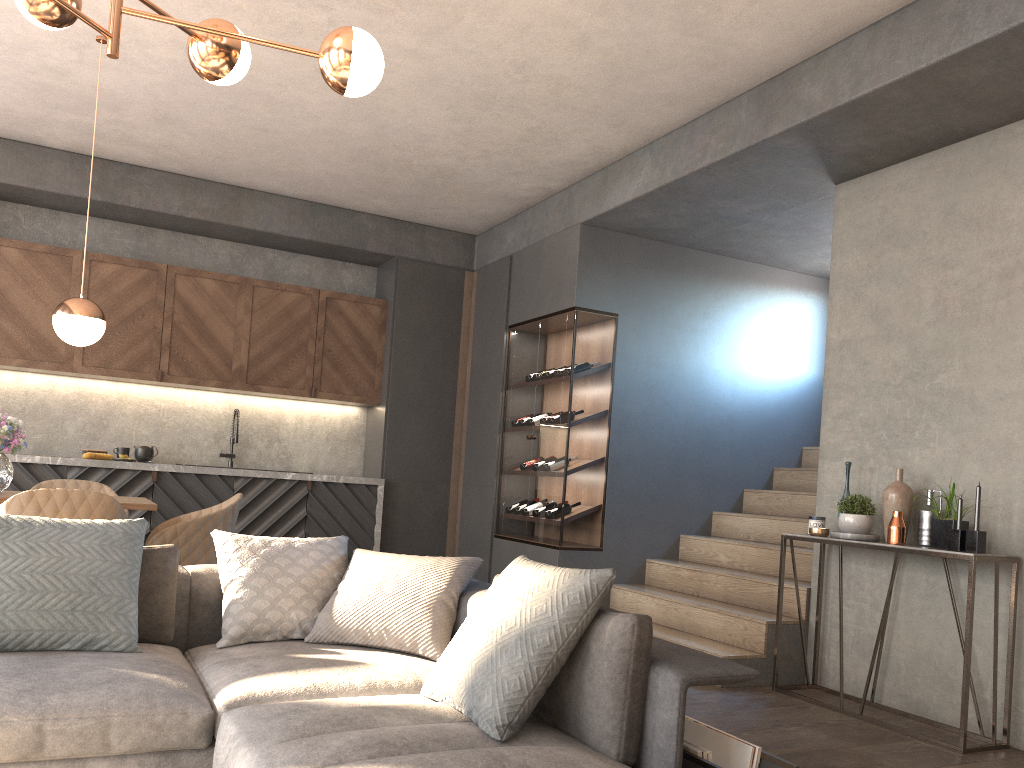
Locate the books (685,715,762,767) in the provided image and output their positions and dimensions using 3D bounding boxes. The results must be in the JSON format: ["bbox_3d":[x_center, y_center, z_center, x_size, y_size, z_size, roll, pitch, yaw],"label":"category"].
[{"bbox_3d":[0.457,1.101,2.443,0.065,0.354,0.569,5,-5,-26],"label":"books"}]

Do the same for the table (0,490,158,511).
[{"bbox_3d":[-2.517,0.895,4.157,1.471,0.767,0.770,7,-5,-26],"label":"table"}]

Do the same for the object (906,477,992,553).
[{"bbox_3d":[1.942,0.565,3.924,0.315,0.336,0.404,3,-4,15],"label":"object"}]

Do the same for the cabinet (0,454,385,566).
[{"bbox_3d":[-2.685,1.057,6.489,3.404,0.947,0.601,7,-4,-27],"label":"cabinet"}]

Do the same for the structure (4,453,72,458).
[{"bbox_3d":[-3.400,0.497,6.140,0.612,0.017,0.505,7,-7,-26],"label":"structure"}]

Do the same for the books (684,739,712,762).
[{"bbox_3d":[0.370,1.092,2.408,0.079,0.351,0.569,5,-5,-26],"label":"books"}]

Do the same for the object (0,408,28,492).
[{"bbox_3d":[-2.480,0.313,4.202,0.328,0.407,0.300,2,-4,34],"label":"object"}]

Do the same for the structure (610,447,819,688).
[{"bbox_3d":[1.799,1.047,5.773,2.267,1.418,1.509,6,-5,-26],"label":"structure"}]

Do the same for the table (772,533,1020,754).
[{"bbox_3d":[1.763,1.165,4.190,0.301,0.818,1.102,5,-5,-26],"label":"table"}]

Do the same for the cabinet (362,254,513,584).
[{"bbox_3d":[-0.449,0.395,7.267,1.191,2.747,1.203,5,-2,-26],"label":"cabinet"}]

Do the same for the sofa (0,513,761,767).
[{"bbox_3d":[-0.514,0.798,2.185,2.031,0.781,2.917,7,-7,-27],"label":"sofa"}]

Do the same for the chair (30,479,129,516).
[{"bbox_3d":[-2.424,0.946,4.835,0.557,0.834,0.510,5,-3,-27],"label":"chair"}]

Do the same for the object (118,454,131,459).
[{"bbox_3d":[-2.786,0.530,6.347,0.120,0.045,0.116,6,-6,-21],"label":"object"}]

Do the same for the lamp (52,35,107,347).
[{"bbox_3d":[-2.094,-0.955,4.382,0.238,1.540,0.240,3,-2,39],"label":"lamp"}]

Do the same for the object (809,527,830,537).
[{"bbox_3d":[1.561,0.753,4.486,0.099,0.041,0.099,7,-7,-28],"label":"object"}]

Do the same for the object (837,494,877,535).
[{"bbox_3d":[1.699,0.654,4.358,0.195,0.227,0.188,1,-5,42],"label":"object"}]

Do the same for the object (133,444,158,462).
[{"bbox_3d":[-2.728,0.517,6.560,0.152,0.137,0.137,1,-5,36],"label":"object"}]

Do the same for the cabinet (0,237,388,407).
[{"bbox_3d":[-2.635,-0.435,6.628,3.404,0.863,0.369,7,-3,-27],"label":"cabinet"}]

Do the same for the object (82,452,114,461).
[{"bbox_3d":[-2.943,0.518,6.298,0.071,0.054,0.303,3,-6,15],"label":"object"}]

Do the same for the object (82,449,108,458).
[{"bbox_3d":[-3.033,0.513,6.417,0.158,0.068,0.116,9,-7,-41],"label":"object"}]

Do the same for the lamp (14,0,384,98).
[{"bbox_3d":[-1.170,-1.373,2.385,1.013,1.035,1.473,1,-6,40],"label":"lamp"}]

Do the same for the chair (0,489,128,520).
[{"bbox_3d":[-1.966,0.859,3.800,0.557,0.834,0.510,6,-3,-32],"label":"chair"}]

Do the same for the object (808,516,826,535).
[{"bbox_3d":[1.586,0.740,4.598,0.084,0.098,0.085,3,-4,22],"label":"object"}]

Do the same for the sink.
[{"bbox_3d":[-2.061,0.466,6.840,0.965,0.545,0.461,7,-4,-26],"label":"sink"}]

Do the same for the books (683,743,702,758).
[{"bbox_3d":[0.338,1.087,2.397,0.062,0.354,0.569,5,-5,-26],"label":"books"}]

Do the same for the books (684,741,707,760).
[{"bbox_3d":[0.353,1.089,2.401,0.068,0.353,0.569,5,-5,-26],"label":"books"}]

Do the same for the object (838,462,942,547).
[{"bbox_3d":[1.778,0.570,4.284,0.226,0.389,0.562,5,-5,-31],"label":"object"}]

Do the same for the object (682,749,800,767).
[{"bbox_3d":[0.430,1.099,2.356,0.217,0.350,0.668,5,-5,-26],"label":"object"}]

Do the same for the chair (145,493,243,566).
[{"bbox_3d":[-1.685,0.963,4.546,0.511,0.834,0.556,5,-3,-22],"label":"chair"}]

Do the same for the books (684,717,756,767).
[{"bbox_3d":[0.443,1.100,2.444,0.065,0.354,0.569,5,-5,-26],"label":"books"}]

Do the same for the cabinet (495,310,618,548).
[{"bbox_3d":[0.300,0.345,6.411,0.338,1.580,0.999,5,-3,-26],"label":"cabinet"}]

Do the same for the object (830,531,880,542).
[{"bbox_3d":[1.693,0.753,4.358,0.229,0.031,0.229,6,-7,-21],"label":"object"}]

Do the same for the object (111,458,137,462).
[{"bbox_3d":[-2.788,0.548,6.346,0.170,0.020,0.171,4,-6,-1],"label":"object"}]

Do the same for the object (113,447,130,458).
[{"bbox_3d":[-2.867,0.517,6.494,0.090,0.103,0.112,4,-4,6],"label":"object"}]

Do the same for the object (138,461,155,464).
[{"bbox_3d":[-2.855,0.544,6.358,0.492,0.040,0.285,8,-8,-31],"label":"object"}]
